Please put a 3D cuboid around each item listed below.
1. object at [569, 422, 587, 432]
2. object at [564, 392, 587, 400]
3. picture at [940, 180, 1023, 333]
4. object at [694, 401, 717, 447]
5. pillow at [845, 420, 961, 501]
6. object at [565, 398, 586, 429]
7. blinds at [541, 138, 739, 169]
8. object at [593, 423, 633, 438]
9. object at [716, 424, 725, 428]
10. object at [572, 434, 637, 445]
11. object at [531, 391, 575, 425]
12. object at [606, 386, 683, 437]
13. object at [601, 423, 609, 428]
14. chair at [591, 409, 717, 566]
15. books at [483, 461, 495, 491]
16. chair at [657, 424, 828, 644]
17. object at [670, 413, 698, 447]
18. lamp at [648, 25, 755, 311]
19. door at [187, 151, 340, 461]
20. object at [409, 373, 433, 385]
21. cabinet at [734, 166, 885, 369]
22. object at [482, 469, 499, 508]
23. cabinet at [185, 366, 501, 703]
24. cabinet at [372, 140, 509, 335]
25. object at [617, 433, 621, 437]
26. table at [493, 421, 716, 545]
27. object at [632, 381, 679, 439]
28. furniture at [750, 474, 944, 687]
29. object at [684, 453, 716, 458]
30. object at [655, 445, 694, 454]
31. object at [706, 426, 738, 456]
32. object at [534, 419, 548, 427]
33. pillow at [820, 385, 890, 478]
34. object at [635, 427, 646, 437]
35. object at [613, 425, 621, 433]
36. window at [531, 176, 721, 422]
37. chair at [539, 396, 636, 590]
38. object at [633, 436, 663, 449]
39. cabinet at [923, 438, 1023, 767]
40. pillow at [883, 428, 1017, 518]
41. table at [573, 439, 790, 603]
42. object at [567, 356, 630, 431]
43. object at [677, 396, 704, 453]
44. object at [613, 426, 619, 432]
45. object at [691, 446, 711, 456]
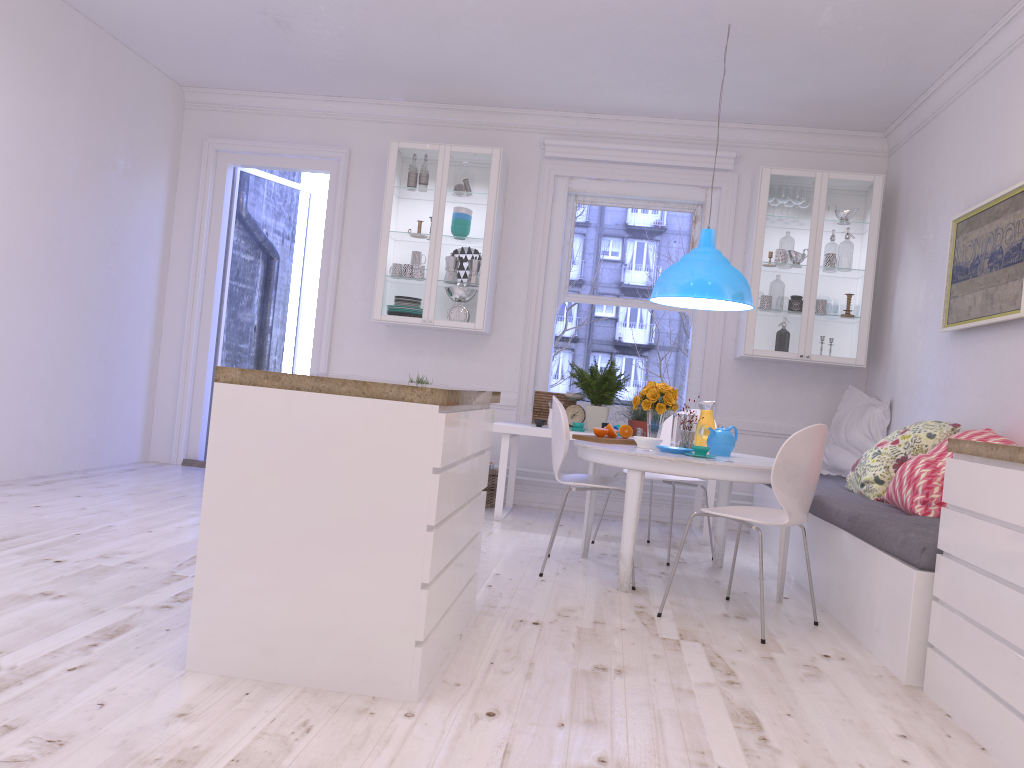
[{"bbox_3d":[0.434,0.281,5.802,0.121,0.055,0.121,6,0,-43],"label":"object"},{"bbox_3d":[0.447,0.081,6.200,0.163,0.047,0.164,6,0,-34],"label":"object"},{"bbox_3d":[2.328,-0.601,4.368,0.020,0.629,0.971,6,0,6],"label":"picture"},{"bbox_3d":[1.006,0.220,4.604,0.094,0.267,0.116,6,0,33],"label":"object"},{"bbox_3d":[2.050,0.400,4.604,0.509,0.447,0.592,6,0,11],"label":"pillow"},{"bbox_3d":[0.438,0.208,6.189,0.159,0.208,0.185,6,0,6],"label":"object"},{"bbox_3d":[0.929,-1.685,6.511,1.451,0.131,0.136,6,0,6],"label":"blinds"},{"bbox_3d":[0.511,0.243,4.667,0.129,0.075,0.285,6,0,42],"label":"object"},{"bbox_3d":[1.335,0.324,5.908,0.127,0.152,0.115,6,0,-11],"label":"object"},{"bbox_3d":[0.512,0.292,4.641,0.347,0.024,0.224,6,0,-44],"label":"object"},{"bbox_3d":[0.297,0.179,6.312,0.294,0.237,0.028,6,0,6],"label":"object"},{"bbox_3d":[0.917,0.192,5.924,0.668,0.367,0.531,6,0,31],"label":"object"},{"bbox_3d":[0.589,0.286,5.613,0.055,0.077,0.070,6,0,32],"label":"object"},{"bbox_3d":[0.876,0.551,5.107,0.483,0.845,0.604,6,0,-38],"label":"chair"},{"bbox_3d":[-0.284,0.692,6.287,0.221,0.306,0.205,6,0,40],"label":"books"},{"bbox_3d":[1.003,0.560,3.657,0.483,0.845,0.604,6,0,41],"label":"chair"},{"bbox_3d":[0.900,0.250,4.641,0.101,0.186,0.122,6,0,36],"label":"object"},{"bbox_3d":[1.117,-1.398,4.791,0.568,1.948,0.568,6,0,40],"label":"lamp"},{"bbox_3d":[-1.882,-0.542,7.425,1.009,2.474,1.021,6,0,6],"label":"door"},{"bbox_3d":[-0.648,0.084,6.257,0.186,0.367,0.196,6,0,-39],"label":"object"},{"bbox_3d":[2.072,-0.803,6.223,0.823,1.311,0.425,6,0,6],"label":"cabinet"},{"bbox_3d":[-0.296,0.725,6.278,0.276,0.270,0.276,6,0,40],"label":"object"},{"bbox_3d":[-0.473,0.409,2.989,0.654,0.842,1.167,6,0,6],"label":"cabinet"},{"bbox_3d":[-0.519,-1.062,6.509,0.823,1.311,0.425,6,0,6],"label":"cabinet"},{"bbox_3d":[0.660,0.321,5.668,0.121,0.021,0.121,6,0,-43],"label":"object"},{"bbox_3d":[0.623,0.640,5.923,1.514,0.619,0.736,6,0,6],"label":"table"},{"bbox_3d":[0.759,0.153,4.666,0.234,0.351,0.235,6,0,-29],"label":"object"},{"bbox_3d":[1.854,0.816,4.588,0.769,0.508,3.296,6,0,6],"label":"furniture"},{"bbox_3d":[0.874,0.333,4.118,0.147,0.011,0.147,6,0,9],"label":"object"},{"bbox_3d":[0.783,0.318,4.256,0.196,0.023,0.196,6,0,-6],"label":"object"},{"bbox_3d":[1.050,0.281,4.431,0.156,0.151,0.150,6,0,10],"label":"object"},{"bbox_3d":[0.182,0.260,5.862,0.079,0.048,0.082,6,0,-34],"label":"object"},{"bbox_3d":[2.325,0.326,6.015,0.374,0.642,0.677,6,0,-23],"label":"pillow"},{"bbox_3d":[0.819,0.314,5.652,0.066,0.067,0.052,6,0,7],"label":"object"},{"bbox_3d":[0.685,0.291,5.675,0.069,0.059,0.082,6,0,-16],"label":"object"},{"bbox_3d":[0.853,-0.618,6.693,1.234,1.782,0.181,6,0,6],"label":"window"},{"bbox_3d":[0.399,0.501,4.363,0.483,0.845,0.604,6,0,6],"label":"chair"},{"bbox_3d":[0.676,0.294,4.419,0.147,0.052,0.147,6,0,-41],"label":"object"},{"bbox_3d":[1.671,0.623,2.388,0.654,0.842,1.036,6,0,6],"label":"cabinet"},{"bbox_3d":[1.972,0.394,3.924,0.491,0.424,0.587,6,0,9],"label":"pillow"},{"bbox_3d":[0.841,0.653,4.409,1.140,0.629,1.140,6,0,35],"label":"table"},{"bbox_3d":[0.584,0.060,6.059,0.438,0.527,0.368,6,0,6],"label":"object"},{"bbox_3d":[0.890,0.197,4.423,0.128,0.287,0.128,6,0,8],"label":"object"},{"bbox_3d":[0.648,0.294,5.666,0.069,0.058,0.080,6,0,-21],"label":"object"},{"bbox_3d":[0.876,0.312,4.118,0.088,0.043,0.088,6,0,14],"label":"object"}]
